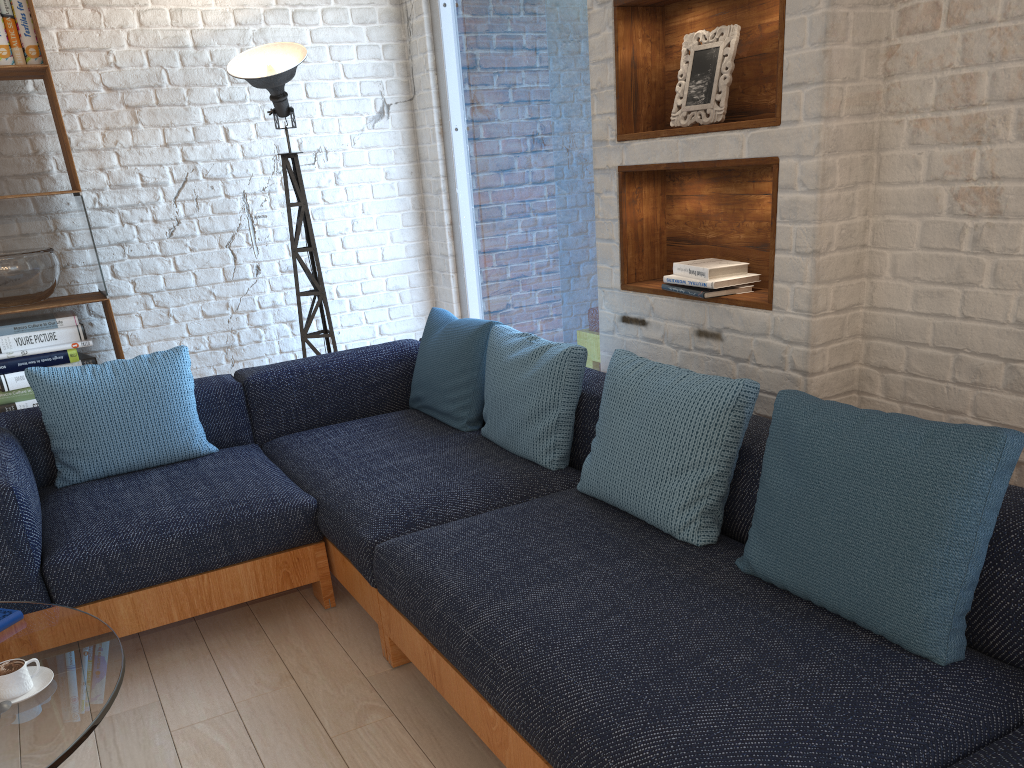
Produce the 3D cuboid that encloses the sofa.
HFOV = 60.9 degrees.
[{"bbox_3d":[-0.151,0.573,1.994,2.042,0.701,3.799,-13,17,-27],"label":"sofa"}]

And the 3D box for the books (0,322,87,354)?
[{"bbox_3d":[-1.982,-0.196,3.593,0.371,0.068,0.236,-14,18,-31],"label":"books"}]

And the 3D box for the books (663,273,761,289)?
[{"bbox_3d":[0.582,-0.309,2.552,0.168,0.020,0.227,-12,16,-25],"label":"books"}]

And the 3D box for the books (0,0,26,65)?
[{"bbox_3d":[-1.871,-1.372,3.218,0.036,0.406,0.234,-16,23,-27],"label":"books"}]

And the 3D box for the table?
[{"bbox_3d":[-1.155,0.924,1.430,1.063,0.473,1.751,-11,16,-21],"label":"table"}]

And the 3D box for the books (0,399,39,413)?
[{"bbox_3d":[-1.958,0.065,3.676,0.371,0.068,0.236,-14,18,-31],"label":"books"}]

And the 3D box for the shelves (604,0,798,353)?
[{"bbox_3d":[0.555,-0.860,2.366,0.188,1.510,0.737,-16,24,-27],"label":"shelves"}]

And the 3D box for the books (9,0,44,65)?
[{"bbox_3d":[-1.834,-1.357,3.263,0.054,0.349,0.244,-16,23,-27],"label":"books"}]

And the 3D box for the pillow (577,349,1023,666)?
[{"bbox_3d":[0.542,0.195,2.000,0.249,0.441,1.166,-16,19,-27],"label":"pillow"}]

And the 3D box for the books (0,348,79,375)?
[{"bbox_3d":[-1.983,-0.107,3.590,0.319,0.059,0.246,-14,17,-31],"label":"books"}]

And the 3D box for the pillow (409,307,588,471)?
[{"bbox_3d":[-0.092,-0.013,3.119,0.238,0.422,1.065,-16,19,-28],"label":"pillow"}]

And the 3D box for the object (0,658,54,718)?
[{"bbox_3d":[-0.970,0.602,1.698,0.151,0.060,0.262,-16,18,-34],"label":"object"}]

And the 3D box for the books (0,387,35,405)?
[{"bbox_3d":[-1.973,0.003,3.667,0.356,0.059,0.271,-12,16,-24],"label":"books"}]

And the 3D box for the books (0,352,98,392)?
[{"bbox_3d":[-1.960,-0.055,3.635,0.368,0.068,0.238,-17,19,-38],"label":"books"}]

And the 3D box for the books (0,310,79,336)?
[{"bbox_3d":[-1.988,-0.245,3.567,0.373,0.039,0.235,-12,16,-26],"label":"books"}]

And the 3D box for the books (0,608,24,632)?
[{"bbox_3d":[-1.265,0.572,1.981,0.162,0.024,0.219,1,16,20],"label":"books"}]

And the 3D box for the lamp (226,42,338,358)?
[{"bbox_3d":[-0.686,-0.478,3.777,0.858,1.952,0.481,9,26,32],"label":"lamp"}]

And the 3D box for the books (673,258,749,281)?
[{"bbox_3d":[0.579,-0.336,2.547,0.131,0.036,0.196,-10,15,-17],"label":"books"}]

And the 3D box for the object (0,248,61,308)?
[{"bbox_3d":[-2.023,-0.419,3.500,0.403,0.214,0.378,-1,17,14],"label":"object"}]

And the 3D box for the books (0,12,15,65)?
[{"bbox_3d":[-1.908,-1.335,3.205,0.054,0.349,0.244,-16,23,-27],"label":"books"}]

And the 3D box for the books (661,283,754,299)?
[{"bbox_3d":[0.572,-0.284,2.569,0.161,0.018,0.240,-10,15,-17],"label":"books"}]

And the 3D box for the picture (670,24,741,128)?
[{"bbox_3d":[0.542,-0.850,2.420,0.099,0.259,0.187,-20,25,-35],"label":"picture"}]

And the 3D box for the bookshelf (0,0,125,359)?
[{"bbox_3d":[-2.294,-0.415,3.314,1.294,2.329,0.349,-14,24,-24],"label":"bookshelf"}]

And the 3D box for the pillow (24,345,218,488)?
[{"bbox_3d":[-1.356,0.104,3.051,0.545,0.433,0.214,-13,22,-26],"label":"pillow"}]

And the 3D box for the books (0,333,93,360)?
[{"bbox_3d":[-1.978,-0.150,3.592,0.437,0.022,0.261,-12,16,-26],"label":"books"}]
